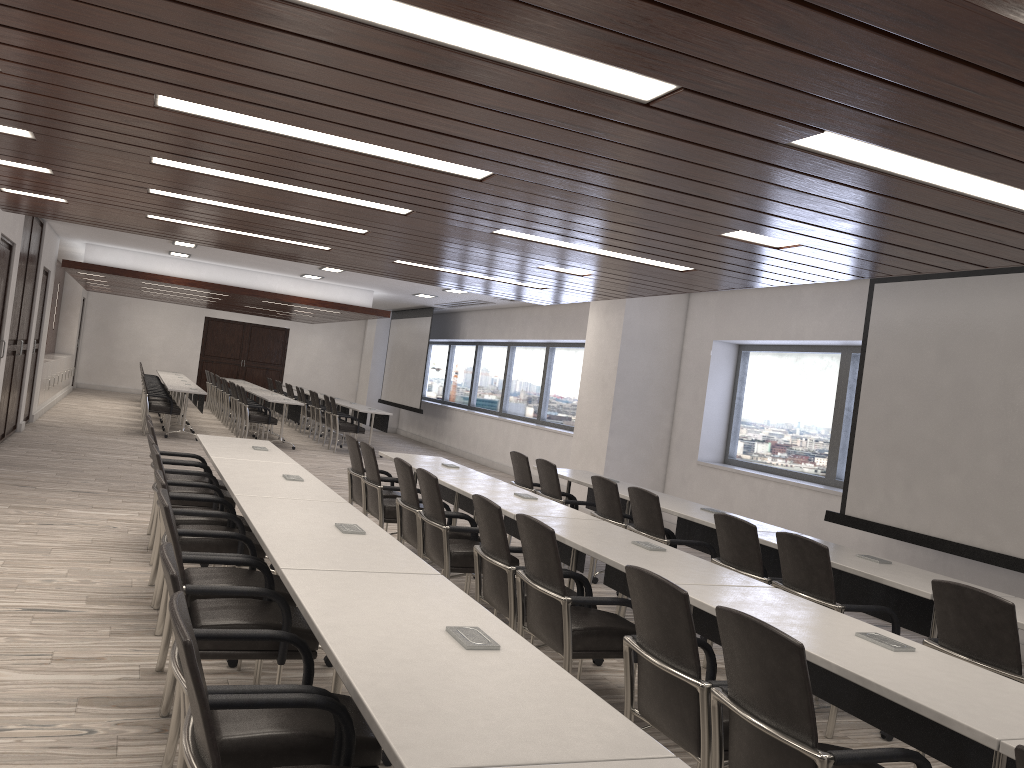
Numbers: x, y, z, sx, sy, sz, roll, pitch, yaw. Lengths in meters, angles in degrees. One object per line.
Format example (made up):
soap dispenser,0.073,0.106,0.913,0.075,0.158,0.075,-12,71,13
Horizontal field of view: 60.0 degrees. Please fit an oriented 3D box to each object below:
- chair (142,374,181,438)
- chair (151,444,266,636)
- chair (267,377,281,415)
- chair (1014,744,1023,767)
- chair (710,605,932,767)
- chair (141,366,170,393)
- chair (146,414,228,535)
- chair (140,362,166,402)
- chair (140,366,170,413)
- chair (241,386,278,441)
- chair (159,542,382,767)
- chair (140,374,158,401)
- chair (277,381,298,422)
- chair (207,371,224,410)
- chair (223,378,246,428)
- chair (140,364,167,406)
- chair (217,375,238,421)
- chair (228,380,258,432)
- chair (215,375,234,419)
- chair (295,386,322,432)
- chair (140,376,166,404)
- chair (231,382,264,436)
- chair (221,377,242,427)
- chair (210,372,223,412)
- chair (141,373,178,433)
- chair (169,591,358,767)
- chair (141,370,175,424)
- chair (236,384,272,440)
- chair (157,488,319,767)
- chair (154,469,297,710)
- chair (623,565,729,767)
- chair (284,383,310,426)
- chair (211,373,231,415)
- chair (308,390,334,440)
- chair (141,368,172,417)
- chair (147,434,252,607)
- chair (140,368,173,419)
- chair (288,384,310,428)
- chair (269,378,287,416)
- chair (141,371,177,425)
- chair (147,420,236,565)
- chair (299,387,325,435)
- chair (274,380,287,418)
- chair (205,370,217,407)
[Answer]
chair,-5.605,0.351,14.104,0.638,0.939,0.513,8,0,-22
chair,-1.675,0.826,4.810,0.638,0.939,0.513,8,0,-23
chair,-6.026,0.332,22.762,0.638,0.939,0.513,8,0,-23
chair,1.276,1.199,1.694,0.638,0.939,0.513,8,0,-23
chair,0.894,1.153,2.607,0.638,0.939,0.513,8,0,-23
chair,-7.587,0.111,18.785,0.638,0.939,0.513,8,0,-24
chair,-2.483,0.728,6.694,0.638,0.939,0.513,8,0,-24
chair,-8.570,-0.008,21.101,0.638,0.939,0.513,8,0,-23
chair,-7.398,0.134,18.296,0.638,0.939,0.513,8,0,-23
chair,-4.226,0.534,14.698,0.638,0.939,0.513,8,0,-23
chair,-0.711,0.943,2.493,0.638,0.939,0.513,8,0,-23
chair,-8.777,-0.033,21.581,0.638,0.939,0.513,8,0,-23
chair,-5.238,0.427,20.879,0.638,0.939,0.513,8,0,-24
chair,-7.182,0.176,21.704,0.638,0.939,0.513,8,0,-23
chair,-5.416,0.390,17.496,0.638,0.939,0.513,8,0,-23
chair,-7.986,0.063,19.699,0.638,0.939,0.513,8,0,-24
chair,-6.013,0.318,18.898,0.638,0.939,0.513,8,0,-23
chair,-5.018,0.438,16.579,0.638,0.939,0.513,8,0,-23
chair,-6.208,0.294,19.384,0.638,0.939,0.513,8,0,-23
chair,-4.256,0.546,18.562,0.638,0.939,0.513,8,0,-22
chair,-8.191,0.038,20.182,0.638,0.939,0.513,8,0,-23
chair,-4.816,0.462,16.100,0.638,0.939,0.513,8,0,-24
chair,-5.620,0.365,17.971,0.638,0.939,0.513,8,0,-22
chair,-6.796,0.223,20.782,0.638,0.939,0.513,8,0,-23
chair,-5.817,0.325,14.581,0.638,0.939,0.513,8,0,-24
chair,-0.497,0.969,2.004,0.638,0.939,0.513,8,0,-23
chair,-6.412,0.253,15.995,0.638,0.939,0.513,8,0,-22
chair,-4.444,0.507,15.183,0.638,0.939,0.513,8,0,-24
chair,-1.083,0.898,3.406,0.638,0.939,0.513,8,0,-23
chair,-1.289,0.873,3.894,0.638,0.939,0.513,8,0,-24
chair,0.684,1.128,3.082,0.638,0.939,0.513,8,0,-23
chair,-4.834,0.476,19.967,0.638,0.939,0.513,8,0,-24
chair,-6.601,0.247,20.302,0.638,0.939,0.513,8,0,-23
chair,-3.654,0.619,17.173,0.638,0.939,0.513,8,0,-24
chair,-6.997,0.182,17.372,0.638,0.939,0.513,8,0,-23
chair,-1.891,0.800,5.283,0.638,0.939,0.513,8,0,-24
chair,-6.801,0.206,16.892,0.638,0.939,0.513,8,0,-23
chair,-4.635,0.500,19.480,0.638,0.939,0.513,8,0,-23
chair,-5.832,0.356,22.279,0.638,0.939,0.513,8,0,-22
chair,-6.205,0.278,15.505,0.638,0.939,0.513,8,0,-23
chair,-2.276,0.753,6.207,0.638,0.939,0.513,8,0,-24
chair,-4.054,0.571,18.079,0.638,0.939,0.513,8,0,-22
chair,-5.444,0.402,21.370,0.638,0.939,0.513,8,0,-23
chair,-7.399,0.150,22.174,0.638,0.939,0.513,8,0,-24
